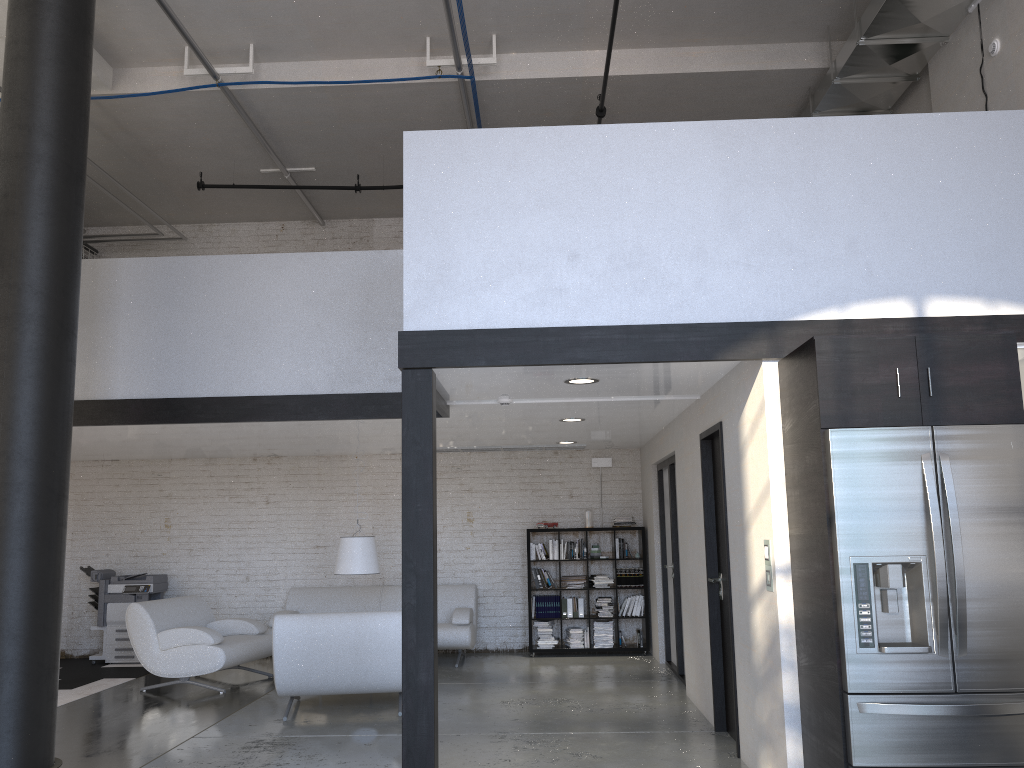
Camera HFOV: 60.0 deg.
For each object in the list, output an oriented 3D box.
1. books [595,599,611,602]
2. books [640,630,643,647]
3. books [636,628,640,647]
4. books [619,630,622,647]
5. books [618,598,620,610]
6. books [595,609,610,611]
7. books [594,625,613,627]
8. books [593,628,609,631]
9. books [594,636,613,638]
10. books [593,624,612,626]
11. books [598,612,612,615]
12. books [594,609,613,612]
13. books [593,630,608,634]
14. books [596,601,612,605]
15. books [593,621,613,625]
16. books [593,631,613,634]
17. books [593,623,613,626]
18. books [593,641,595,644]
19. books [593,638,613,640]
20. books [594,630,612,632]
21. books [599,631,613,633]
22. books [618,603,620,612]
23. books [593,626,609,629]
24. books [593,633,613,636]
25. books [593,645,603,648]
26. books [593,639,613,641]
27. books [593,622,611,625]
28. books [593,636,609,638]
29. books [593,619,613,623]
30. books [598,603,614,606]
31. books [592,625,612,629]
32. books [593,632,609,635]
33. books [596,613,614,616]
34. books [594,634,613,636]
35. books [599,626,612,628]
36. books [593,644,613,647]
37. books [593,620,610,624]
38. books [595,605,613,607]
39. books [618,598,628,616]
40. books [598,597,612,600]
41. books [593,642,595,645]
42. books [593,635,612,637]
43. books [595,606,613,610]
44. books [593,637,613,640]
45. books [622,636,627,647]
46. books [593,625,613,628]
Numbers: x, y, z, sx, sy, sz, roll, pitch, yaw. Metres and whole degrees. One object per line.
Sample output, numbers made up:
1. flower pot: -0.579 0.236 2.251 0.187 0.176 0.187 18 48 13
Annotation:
1. books: 1.010 2.392 9.799 0.160 0.020 0.262 -1 -9 2
2. books: 1.404 2.773 9.658 0.028 0.170 0.124 -1 -9 2
3. books: 1.378 2.767 9.667 0.025 0.187 0.138 -1 -9 2
4. books: 1.178 2.781 9.683 0.031 0.171 0.104 -1 -9 2
5. books: 1.183 2.447 9.777 0.026 0.206 0.140 -2 -9 5
6. books: 1.007 2.487 9.795 0.148 0.013 0.214 -3 -10 13
7. books: 0.999 2.655 9.790 0.208 0.017 0.303 -1 -9 1
8. books: 1.001 2.699 9.780 0.210 0.013 0.304 -1 -9 1
9. books: 0.999 2.776 9.762 0.210 0.011 0.294 -1 -9 2
10. books: 1.000 2.648 9.784 0.207 0.016 0.305 -2 -9 4
11. books: 1.023 2.525 9.786 0.149 0.017 0.211 -2 -9 4
12. books: 1.009 2.498 9.780 0.162 0.013 0.204 0 -10 -9
13. books: 1.007 2.732 9.786 0.207 0.013 0.292 -1 -9 2
14. books: 1.012 2.419 9.792 0.132 0.014 0.251 -4 -10 16
15. books: 1.002 2.632 9.790 0.210 0.017 0.297 -2 -9 3
16. books: 1.004 2.737 9.779 0.210 0.012 0.295 -1 -9 2
17. books: 0.997 2.644 9.786 0.207 0.016 0.300 -1 -9 2
18. books: 1.003 2.843 9.756 0.206 0.009 0.301 -1 -9 1
19. books: 0.997 2.798 9.761 0.210 0.010 0.296 -1 -9 1
20. books: 1.006 2.716 9.788 0.208 0.012 0.295 -2 -9 3
21. books: 1.009 2.722 9.787 0.207 0.012 0.296 -2 -9 4
22. books: 1.172 2.444 9.773 0.027 0.212 0.130 -2 -9 5
23. books: 0.999 2.676 9.778 0.207 0.015 0.292 -1 -9 2
24. books: 0.999 2.751 9.762 0.209 0.015 0.299 -1 -9 1
25. books: 0.998 2.875 9.749 0.208 0.008 0.296 -1 -9 2
26. books: 0.998 2.807 9.751 0.209 0.012 0.294 -1 -9 1
27. books: 0.999 2.638 9.787 0.208 0.017 0.296 -1 -9 2
28. books: 0.997 2.770 9.761 0.207 0.011 0.292 -2 -9 3
29. books: 1.007 2.614 9.795 0.207 0.021 0.301 -1 -9 1
30. books: 1.037 2.430 9.784 0.117 0.010 0.257 -5 -10 23
31. books: 0.996 2.681 9.775 0.206 0.014 0.277 -1 -9 2
32. books: 1.003 2.742 9.777 0.210 0.012 0.292 -1 -9 2
33. books: 1.021 2.538 9.770 0.176 0.013 0.177 -1 -9 -2
34. books: 1.002 2.747 9.770 0.208 0.013 0.298 -2 -9 3
35. books: 1.002 2.666 9.790 0.210 0.016 0.296 -2 -9 3
36. books: 1.001 2.870 9.755 0.209 0.008 0.296 -2 -9 3
37. books: 1.003 2.627 9.793 0.209 0.017 0.288 -2 -9 4
38. books: 1.018 2.450 9.781 0.139 0.010 0.198 2 -10 -17
39. books: 1.218 2.455 9.772 0.118 0.194 0.149 -1 -9 2
40. books: 1.025 2.364 9.788 0.150 0.010 0.260 -2 -9 7
41. books: 0.999 2.854 9.756 0.209 0.008 0.297 -1 -9 2
42. books: 0.997 2.764 9.761 0.208 0.012 0.277 -1 -9 2
43. books: 1.020 2.468 9.786 0.131 0.023 0.221 1 -10 -15
44. books: 0.998 2.793 9.764 0.208 0.010 0.293 -1 -9 2
45. books: 1.221 2.802 9.666 0.054 0.120 0.079 -1 -9 2
46. books: 1.000 2.669 9.776 0.211 0.017 0.292 -1 -9 0
